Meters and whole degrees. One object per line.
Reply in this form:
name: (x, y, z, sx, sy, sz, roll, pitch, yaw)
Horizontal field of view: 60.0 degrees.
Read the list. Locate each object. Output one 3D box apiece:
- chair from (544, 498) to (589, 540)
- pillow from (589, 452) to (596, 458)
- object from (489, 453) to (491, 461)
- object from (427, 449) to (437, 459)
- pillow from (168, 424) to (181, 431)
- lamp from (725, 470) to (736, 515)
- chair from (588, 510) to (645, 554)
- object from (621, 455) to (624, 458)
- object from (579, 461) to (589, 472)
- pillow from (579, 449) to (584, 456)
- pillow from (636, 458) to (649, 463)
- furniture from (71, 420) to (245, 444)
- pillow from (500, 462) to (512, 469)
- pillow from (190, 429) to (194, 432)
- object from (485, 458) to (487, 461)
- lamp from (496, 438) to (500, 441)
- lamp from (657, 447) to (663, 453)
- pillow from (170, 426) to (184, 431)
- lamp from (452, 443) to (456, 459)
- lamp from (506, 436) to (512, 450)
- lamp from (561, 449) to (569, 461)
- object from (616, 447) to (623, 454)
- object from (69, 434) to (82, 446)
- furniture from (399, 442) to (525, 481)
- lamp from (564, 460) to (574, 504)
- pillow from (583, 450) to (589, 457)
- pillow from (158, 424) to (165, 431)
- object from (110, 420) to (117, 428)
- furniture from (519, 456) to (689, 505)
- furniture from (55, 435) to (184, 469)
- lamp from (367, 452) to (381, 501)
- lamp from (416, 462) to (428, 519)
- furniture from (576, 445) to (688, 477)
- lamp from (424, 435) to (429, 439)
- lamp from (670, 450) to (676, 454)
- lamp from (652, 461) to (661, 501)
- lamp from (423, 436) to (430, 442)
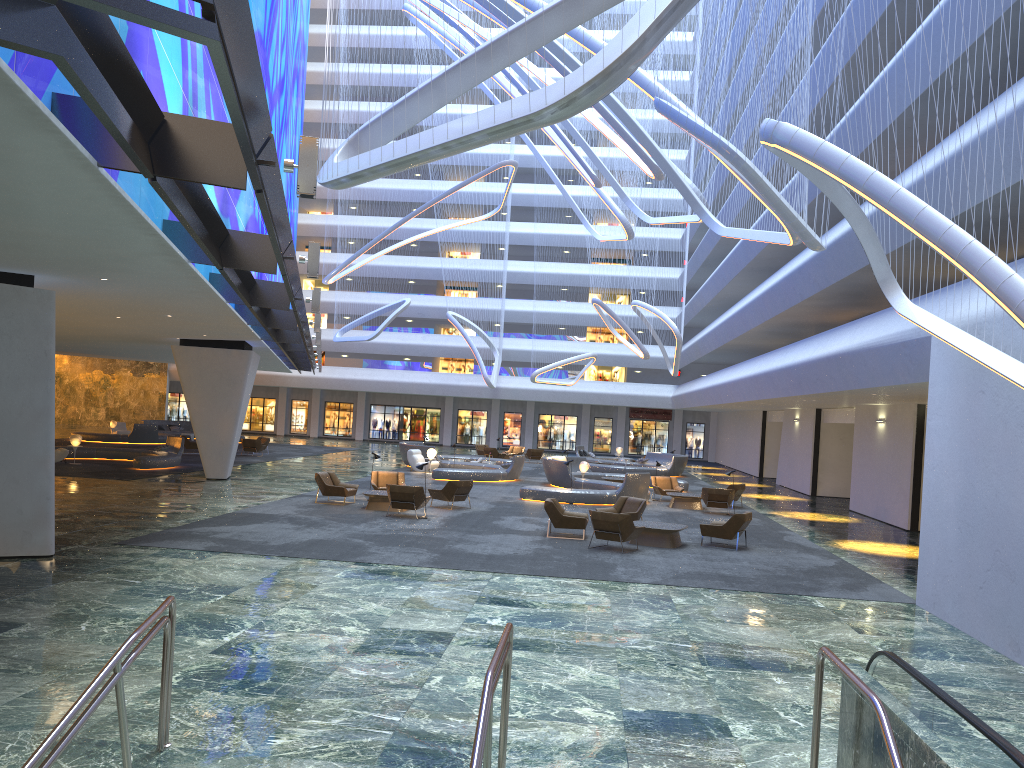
chair: (1.153, 2.855, 18.791, 0.938, 0.766, 0.930, 3, -1, 7)
pillow: (4.278, 3.877, 48.709, 0.873, 0.280, 0.685, 2, -2, 42)
object: (-0.987, 3.199, 39.015, 0.066, 0.356, 0.076, 3, 0, -28)
object: (-3.111, 2.697, 34.370, 0.367, 0.387, 0.318, 4, -1, -13)
pillow: (-19.277, 2.501, 50.730, 0.776, 0.366, 0.317, 5, -2, -43)
lamp: (6.243, 3.101, 25.366, 0.384, 1.300, 0.202, 3, 0, 22)
chair: (2.005, 2.855, 17.300, 0.928, 0.766, 0.940, 3, -1, 32)
object: (5.979, 3.947, 47.813, 0.131, 0.252, 0.103, 3, 0, -12)
object: (2.562, 2.930, 31.379, 0.366, 0.387, 0.318, 3, -1, 12)
pillow: (3.840, 3.775, 48.422, 0.295, 0.369, 0.770, 3, -2, 18)
pillow: (6.615, 3.865, 44.905, 0.693, 0.262, 0.876, 4, -2, -33)
furniture: (-18.715, 2.493, 46.949, 5.182, 0.969, 9.938, 3, -2, 22)
pillow: (-0.010, 3.106, 33.706, 0.692, 0.262, 0.878, 3, -2, 14)
pillow: (-18.295, 2.679, 51.158, 0.443, 0.207, 0.445, 4, -2, -8)
object: (-1.125, 3.308, 38.936, 0.071, 0.118, 0.151, 3, -1, 15)
lamp: (-0.692, 3.339, 44.765, 0.202, 1.300, 0.384, 3, 0, -32)
lamp: (7.486, 3.823, 44.930, 0.384, 1.300, 0.202, 3, 0, 5)
pillow: (-19.183, 2.544, 50.558, 0.692, 0.262, 0.877, 3, -2, -4)
lamp: (-2.219, 2.888, 33.852, 0.202, 1.300, 0.384, 3, 0, -19)
lamp: (-0.203, 3.483, 48.235, 0.384, 1.300, 0.201, 3, 0, -33)
lamp: (2.046, 3.145, 34.097, 0.384, 1.300, 0.202, 3, 0, 22)
object: (6.116, 3.779, 50.434, 0.367, 0.387, 0.318, 4, -1, -13)
object: (-14.538, 1.869, 29.542, 0.318, 0.387, 0.367, 3, -1, 12)
furniture: (-2.254, 3.111, 36.541, 5.186, 0.969, 9.930, 3, -2, -3)
lamp: (1.646, 2.848, 25.856, 0.384, 1.300, 0.202, 3, 0, 22)
pillow: (4.052, 3.763, 48.438, 0.315, 0.386, 0.785, 3, -2, 21)
pillow: (-19.866, 2.434, 49.880, 0.315, 0.386, 0.785, 3, -2, 22)
object: (-20.388, 2.051, 45.339, 0.366, 0.387, 0.318, 3, -1, 12)
furniture: (2.803, 3.203, 30.383, 5.182, 0.969, 9.938, 3, -2, 22)
furniture: (-16.161, 2.121, 31.236, 9.920, 0.969, 5.191, 3, -2, 22)
lamp: (-3.676, 2.462, 23.588, 0.202, 1.300, 0.384, 3, 0, 22)
lamp: (-2.080, 2.452, 20.470, 0.384, 1.300, 0.202, 3, 0, 22)
furniture: (5.941, 3.877, 45.197, 5.185, 0.969, 9.932, 3, -2, 2)
lamp: (-4.054, 3.033, 41.468, 0.202, 1.300, 0.384, 3, 0, -41)
lamp: (7.408, 3.684, 40.872, 0.202, 1.300, 0.384, 3, 0, -35)
lamp: (4.648, 3.111, 28.484, 0.202, 1.300, 0.384, 3, 0, 22)
lamp: (-3.827, 2.967, 39.065, 0.384, 1.300, 0.202, 3, 0, -2)
